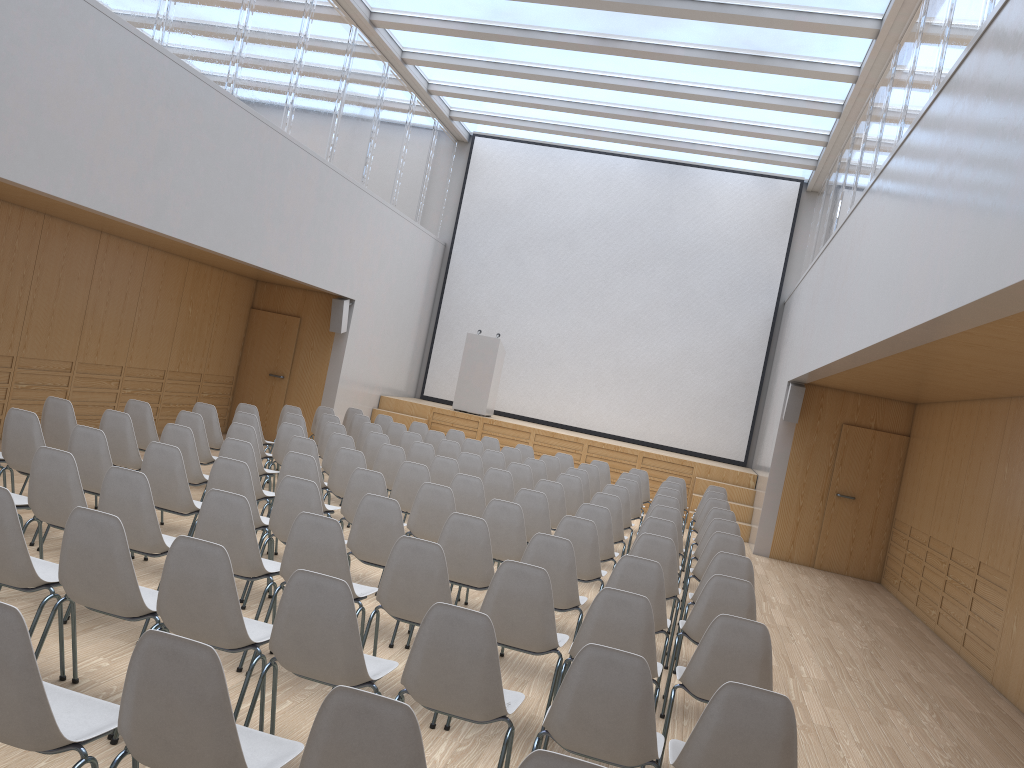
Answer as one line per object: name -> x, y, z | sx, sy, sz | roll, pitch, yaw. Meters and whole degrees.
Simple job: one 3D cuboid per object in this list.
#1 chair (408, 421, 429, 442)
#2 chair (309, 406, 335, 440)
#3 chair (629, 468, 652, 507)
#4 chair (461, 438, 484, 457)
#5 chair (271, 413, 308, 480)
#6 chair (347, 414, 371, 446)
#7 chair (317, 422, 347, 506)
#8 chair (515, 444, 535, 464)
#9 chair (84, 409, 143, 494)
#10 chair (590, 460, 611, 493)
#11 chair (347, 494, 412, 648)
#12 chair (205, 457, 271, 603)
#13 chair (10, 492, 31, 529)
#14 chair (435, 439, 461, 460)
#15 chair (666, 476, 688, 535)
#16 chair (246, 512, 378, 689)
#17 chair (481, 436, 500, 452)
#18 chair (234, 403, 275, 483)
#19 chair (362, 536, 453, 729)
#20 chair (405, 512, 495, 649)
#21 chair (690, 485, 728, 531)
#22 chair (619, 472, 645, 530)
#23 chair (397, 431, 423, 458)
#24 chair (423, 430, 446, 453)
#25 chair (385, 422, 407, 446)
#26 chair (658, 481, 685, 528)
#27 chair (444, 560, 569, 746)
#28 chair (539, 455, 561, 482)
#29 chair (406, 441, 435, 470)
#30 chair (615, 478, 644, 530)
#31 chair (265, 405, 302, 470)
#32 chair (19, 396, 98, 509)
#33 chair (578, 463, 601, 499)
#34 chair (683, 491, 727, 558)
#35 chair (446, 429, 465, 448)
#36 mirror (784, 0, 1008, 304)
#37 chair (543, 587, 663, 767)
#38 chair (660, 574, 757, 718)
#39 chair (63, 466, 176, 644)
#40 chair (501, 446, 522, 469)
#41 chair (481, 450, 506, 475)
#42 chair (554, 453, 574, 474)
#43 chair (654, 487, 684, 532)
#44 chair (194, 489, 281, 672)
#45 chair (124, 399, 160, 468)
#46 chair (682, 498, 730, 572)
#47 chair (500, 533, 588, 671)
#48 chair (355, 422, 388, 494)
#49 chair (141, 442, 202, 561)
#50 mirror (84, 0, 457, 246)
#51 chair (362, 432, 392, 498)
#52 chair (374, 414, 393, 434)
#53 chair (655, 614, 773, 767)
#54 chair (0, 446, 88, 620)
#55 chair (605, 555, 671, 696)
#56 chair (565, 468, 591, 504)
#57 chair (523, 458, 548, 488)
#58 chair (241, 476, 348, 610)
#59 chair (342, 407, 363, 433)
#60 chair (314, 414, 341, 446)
chair -> -1.338, 0.984, 12.826 | 0.479, 0.876, 0.505 | 11, 0, 12
chair -> -2.524, 0.748, 12.133 | 0.479, 0.876, 0.505 | 11, 0, 12
chair -> 1.685, 1.593, 12.205 | 0.479, 0.876, 0.505 | 11, 0, 12
chair -> -0.523, 1.151, 11.624 | 0.479, 0.876, 0.505 | 11, 0, 12
chair -> -2.436, 0.772, 10.057 | 0.479, 0.876, 0.505 | 11, 0, 12
chair -> -2.023, 0.849, 11.994 | 0.479, 0.876, 0.505 | 11, 0, 12
chair -> -1.961, 0.867, 9.935 | 0.479, 0.876, 0.505 | 11, 0, 12
chair -> 0.147, 1.283, 12.522 | 0.479, 0.876, 0.505 | 11, 0, 12
chair -> -3.087, 0.649, 7.112 | 0.479, 0.876, 0.505 | 11, 0, 12
chair -> 1.175, 1.490, 12.336 | 0.479, 0.876, 0.505 | 11, 0, 12
chair -> -0.811, 1.110, 5.549 | 0.479, 0.876, 0.505 | 11, 0, 12
chair -> -1.795, 0.912, 5.835 | 0.479, 0.876, 0.505 | 11, 0, 12
chair -> -2.993, 0.674, 5.046 | 0.479, 0.876, 0.505 | 11, 0, 12
chair -> -0.758, 1.107, 10.694 | 0.479, 0.876, 0.505 | 11, 0, 12
chair -> 2.175, 1.691, 12.127 | 0.479, 0.876, 0.505 | 11, 0, 12
chair -> -0.974, 1.080, 4.583 | 0.479, 0.876, 0.505 | 11, 0, 12
chair -> -0.328, 1.187, 12.675 | 0.479, 0.876, 0.505 | 11, 0, 12
chair -> -2.971, 0.664, 10.114 | 0.479, 0.876, 0.505 | 11, 0, 12
chair -> -0.468, 1.182, 4.493 | 0.479, 0.876, 0.505 | 11, 0, 12
chair -> -0.288, 1.215, 5.495 | 0.479, 0.876, 0.505 | 11, 0, 12
chair -> 2.690, 1.795, 11.985 | 0.479, 0.876, 0.505 | 11, 0, 12
chair -> 1.438, 1.546, 11.195 | 0.479, 0.876, 0.505 | 11, 0, 12
chair -> -1.216, 1.014, 10.775 | 0.479, 0.876, 0.505 | 11, 0, 12
chair -> -1.014, 1.052, 11.792 | 0.479, 0.876, 0.505 | 11, 0, 12
chair -> -1.526, 0.949, 11.844 | 0.479, 0.876, 0.505 | 11, 0, 12
chair -> 1.939, 1.647, 11.145 | 0.479, 0.876, 0.505 | 11, 0, 12
chair -> 0.031, 1.282, 4.412 | 0.479, 0.876, 0.505 | 11, 0, 12
chair -> 0.455, 1.348, 11.480 | 0.479, 0.876, 0.505 | 11, 0, 12
chair -> -0.977, 1.065, 9.699 | 0.479, 0.876, 0.505 | 11, 0, 12
chair -> 1.278, 1.517, 10.248 | 0.479, 0.876, 0.505 | 11, 0, 12
chair -> -2.730, 0.710, 11.145 | 0.479, 0.876, 0.505 | 11, 0, 12
chair -> -3.583, 0.549, 7.201 | 0.479, 0.876, 0.505 | 11, 0, 12
chair -> 0.937, 1.445, 11.346 | 0.479, 0.876, 0.505 | 11, 0, 12
chair -> 2.443, 1.748, 10.975 | 0.479, 0.876, 0.505 | 11, 0, 12
chair -> -0.813, 1.090, 12.752 | 0.479, 0.876, 0.505 | 11, 0, 12
mirror -> 3.438, -2.807, 7.413 | 0.253, 2.090, 17.829 | 11, 0, 12
chair -> 0.481, 1.373, 4.243 | 0.479, 0.876, 0.505 | 11, 0, 12
chair -> 1.196, 1.514, 5.180 | 0.479, 0.876, 0.505 | 11, 0, 12
chair -> -1.999, 0.874, 4.786 | 0.479, 0.876, 0.505 | 11, 0, 12
chair -> -0.036, 1.249, 11.559 | 0.479, 0.876, 0.505 | 11, 0, 12
chair -> -0.237, 1.212, 10.497 | 0.479, 0.876, 0.505 | 11, 0, 12
chair -> 0.688, 1.392, 12.382 | 0.479, 0.876, 0.505 | 11, 0, 12
chair -> 1.738, 1.609, 10.176 | 0.479, 0.876, 0.505 | 11, 0, 12
chair -> -1.461, 0.982, 4.710 | 0.479, 0.876, 0.505 | 11, 0, 12
chair -> -3.377, 0.588, 8.199 | 0.479, 0.876, 0.505 | 11, 0, 12
chair -> 2.252, 1.713, 10.035 | 0.479, 0.876, 0.505 | 11, 0, 12
chair -> 0.207, 1.315, 5.368 | 0.479, 0.876, 0.505 | 11, 0, 12
chair -> -1.714, 0.914, 10.932 | 0.479, 0.876, 0.505 | 11, 0, 12
chair -> -2.248, 0.821, 5.905 | 0.479, 0.876, 0.505 | 11, 0, 12
mirror -> -3.070, -4.117, 8.839 | 0.253, 2.090, 17.829 | 11, 0, 12
chair -> -1.466, 0.967, 9.785 | 0.479, 0.876, 0.505 | 11, 0, 12
chair -> -1.842, 0.883, 12.894 | 0.479, 0.876, 0.505 | 11, 0, 12
chair -> 0.990, 1.475, 4.173 | 0.479, 0.876, 0.505 | 11, 0, 12
chair -> -2.450, 0.783, 4.945 | 0.479, 0.876, 0.505 | 11, 0, 12
chair -> 0.696, 1.414, 5.219 | 0.479, 0.876, 0.505 | 11, 0, 12
chair -> 0.719, 1.404, 10.329 | 0.479, 0.876, 0.505 | 11, 0, 12
chair -> 0.241, 1.308, 10.494 | 0.479, 0.876, 0.505 | 11, 0, 12
chair -> -1.313, 1.009, 5.617 | 0.479, 0.876, 0.505 | 11, 0, 12
chair -> -2.298, 0.791, 13.078 | 0.479, 0.876, 0.505 | 11, 0, 12
chair -> -2.225, 0.811, 10.974 | 0.479, 0.876, 0.505 | 11, 0, 12
